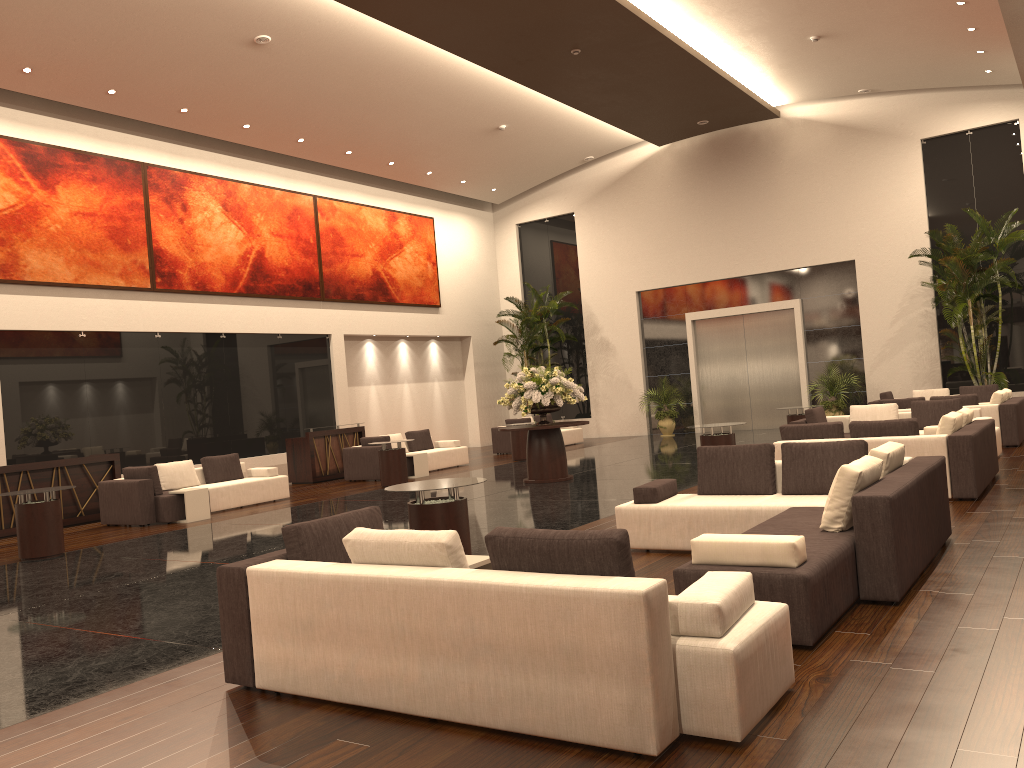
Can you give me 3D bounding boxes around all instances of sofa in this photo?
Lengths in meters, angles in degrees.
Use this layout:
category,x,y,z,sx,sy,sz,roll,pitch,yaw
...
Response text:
category,x,y,z,sx,sy,sz,roll,pitch,yaw
sofa,-0.089,1.113,4.616,2.846,0.862,1.291,-5,-1,34
sofa,5.745,0.720,13.431,2.846,0.862,1.291,-5,-1,34
sofa,7.670,0.585,15.817,2.586,0.862,3.366,-5,-1,34
sofa,-2.062,1.424,18.489,1.291,0.862,2.846,-5,-1,34
sofa,8.873,0.509,18.159,2.846,0.862,1.291,-5,-1,34
sofa,1.606,0.993,6.621,2.586,0.862,3.366,-5,-1,34
sofa,4.542,0.795,11.089,2.586,0.862,3.366,-5,-1,34
sofa,0.800,1.231,22.814,1.291,0.862,2.846,-5,-1,34
sofa,-4.915,1.616,14.177,1.291,0.862,2.846,-5,-1,34

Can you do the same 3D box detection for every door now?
category,x,y,z,sx,sy,sz,roll,pitch,yaw
door,6.210,-0.313,23.324,2.767,3.048,0.040,-5,-1,34

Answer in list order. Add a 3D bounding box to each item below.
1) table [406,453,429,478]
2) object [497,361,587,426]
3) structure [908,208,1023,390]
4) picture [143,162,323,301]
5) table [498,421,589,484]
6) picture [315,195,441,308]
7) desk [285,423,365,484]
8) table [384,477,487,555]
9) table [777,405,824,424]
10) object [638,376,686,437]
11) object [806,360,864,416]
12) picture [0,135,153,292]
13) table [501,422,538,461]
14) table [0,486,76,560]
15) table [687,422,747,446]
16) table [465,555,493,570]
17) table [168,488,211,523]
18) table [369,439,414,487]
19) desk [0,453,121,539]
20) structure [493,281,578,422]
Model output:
category,x,y,z,sx,sy,sz,roll,pitch,yaw
table,-1.931,1.605,17.470,0.400,0.460,0.400,-5,-1,34
object,0.500,0.127,14.641,1.453,1.097,1.402,-5,-1,-10
structure,10.055,-1.459,19.076,2.436,4.611,2.531,-5,-1,5
picture,-5.848,-3.141,19.137,0.070,2.526,4.515,-5,-1,34
table,0.563,1.134,14.646,1.498,0.921,1.498,-5,-1,25
picture,-3.354,-3.309,22.905,0.070,2.526,4.515,-5,-1,34
desk,-3.875,1.450,18.736,0.760,1.114,1.634,-5,-1,34
table,-0.590,1.215,7.262,0.844,0.795,0.833,-5,-1,-17
table,5.295,0.819,16.206,0.833,0.795,0.844,-5,-1,-6
object,4.114,0.555,23.768,1.373,1.682,1.297,-5,-1,-23
object,7.682,0.232,21.330,1.373,1.682,1.297,-5,-1,-18
picture,-8.339,-2.973,15.371,0.070,2.526,4.515,-5,-1,34
table,0.218,1.278,19.586,0.833,0.795,0.844,-5,-1,-6
table,-5.667,1.674,10.642,0.844,0.795,0.833,-5,-1,-17
table,2.935,0.977,12.589,0.833,0.795,0.844,-5,-1,-6
table,-0.360,1.348,5.595,0.400,0.460,0.400,-5,-1,34
table,-4.784,1.797,13.158,0.400,0.460,0.400,-5,-1,34
table,-2.142,1.436,15.969,0.833,0.795,0.844,-5,-1,-6
desk,-7.352,1.720,13.530,0.700,1.043,2.606,-5,-1,34
structure,0.814,-0.622,25.400,2.436,4.611,2.531,-5,-1,5
